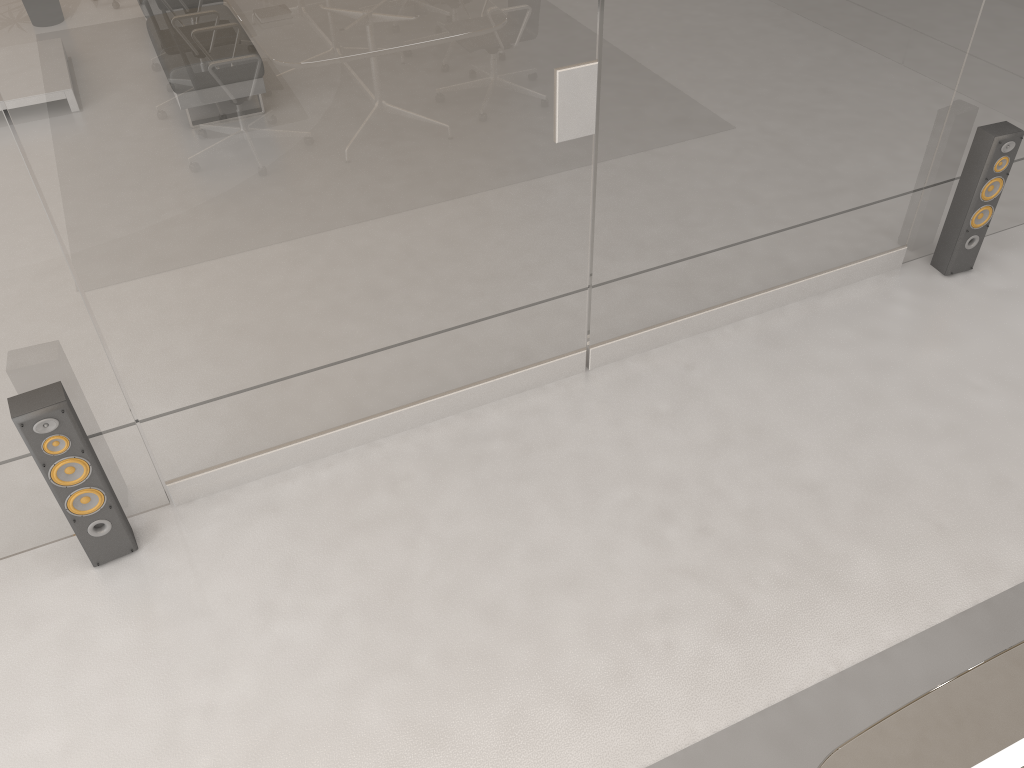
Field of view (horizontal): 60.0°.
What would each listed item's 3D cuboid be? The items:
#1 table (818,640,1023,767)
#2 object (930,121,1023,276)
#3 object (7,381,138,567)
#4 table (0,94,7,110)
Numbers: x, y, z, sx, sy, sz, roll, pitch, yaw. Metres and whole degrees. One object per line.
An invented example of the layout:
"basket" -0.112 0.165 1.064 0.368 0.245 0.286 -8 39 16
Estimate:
"table" 1.725 1.751 1.121 1.372 0.721 3.054 -18 44 -17
"object" 2.097 -0.819 4.009 0.152 0.706 0.124 -14 43 -14
"object" -1.399 0.315 2.863 0.152 0.706 0.124 -22 45 -21
"table" -3.497 -2.000 5.954 1.000 0.150 1.000 -18 44 -17
